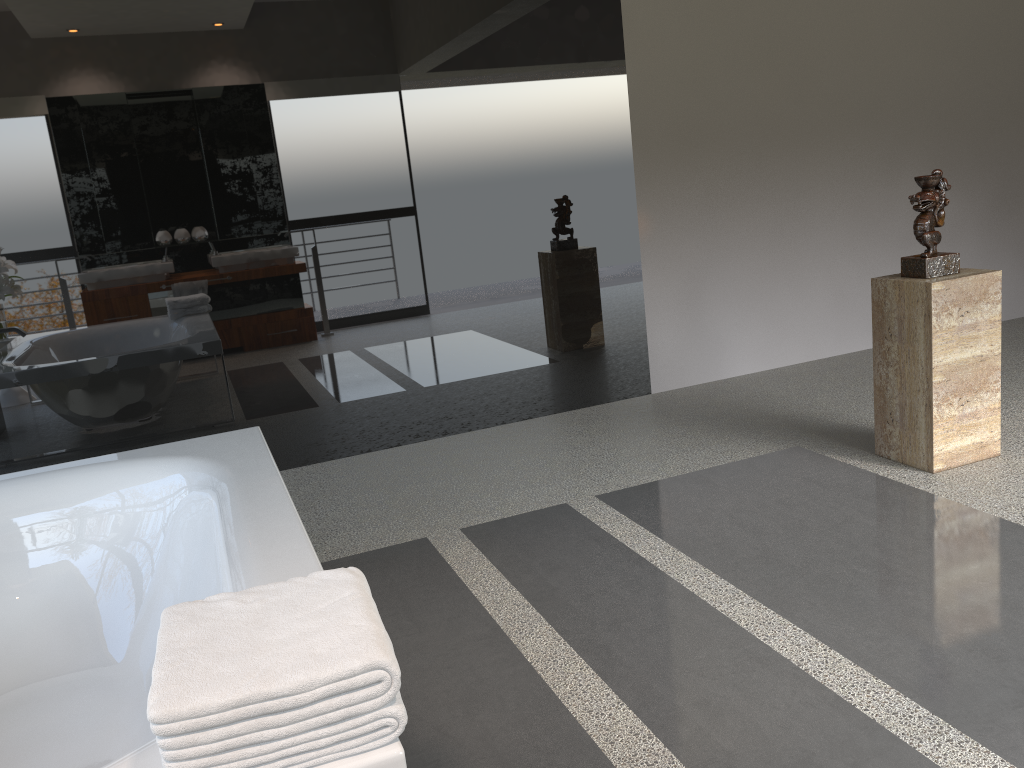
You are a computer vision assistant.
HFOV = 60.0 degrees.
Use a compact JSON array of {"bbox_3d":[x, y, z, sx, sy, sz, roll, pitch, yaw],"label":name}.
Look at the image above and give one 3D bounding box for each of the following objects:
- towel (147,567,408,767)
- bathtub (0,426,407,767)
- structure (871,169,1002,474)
[{"bbox_3d":[-0.327,0.400,1.240,0.305,0.145,0.322,-10,13,-16],"label":"towel"},{"bbox_3d":[-1.073,0.663,1.863,1.328,0.503,1.961,-11,13,-19],"label":"bathtub"},{"bbox_3d":[1.569,-0.248,3.289,0.328,1.072,0.292,-11,13,-19],"label":"structure"}]
